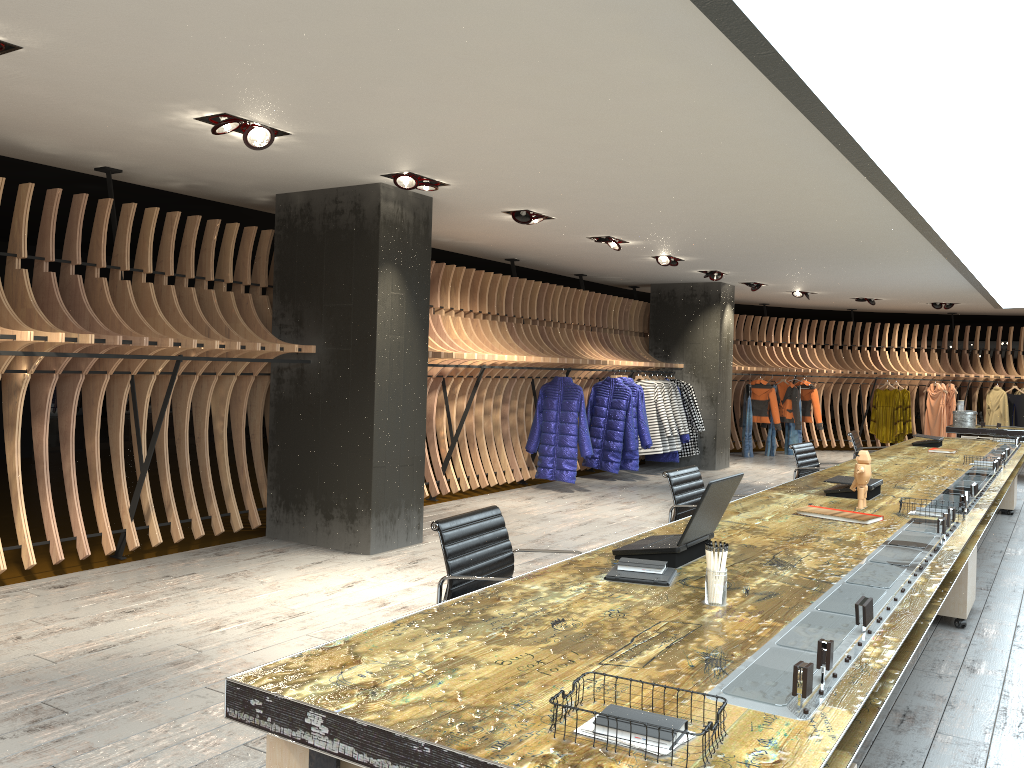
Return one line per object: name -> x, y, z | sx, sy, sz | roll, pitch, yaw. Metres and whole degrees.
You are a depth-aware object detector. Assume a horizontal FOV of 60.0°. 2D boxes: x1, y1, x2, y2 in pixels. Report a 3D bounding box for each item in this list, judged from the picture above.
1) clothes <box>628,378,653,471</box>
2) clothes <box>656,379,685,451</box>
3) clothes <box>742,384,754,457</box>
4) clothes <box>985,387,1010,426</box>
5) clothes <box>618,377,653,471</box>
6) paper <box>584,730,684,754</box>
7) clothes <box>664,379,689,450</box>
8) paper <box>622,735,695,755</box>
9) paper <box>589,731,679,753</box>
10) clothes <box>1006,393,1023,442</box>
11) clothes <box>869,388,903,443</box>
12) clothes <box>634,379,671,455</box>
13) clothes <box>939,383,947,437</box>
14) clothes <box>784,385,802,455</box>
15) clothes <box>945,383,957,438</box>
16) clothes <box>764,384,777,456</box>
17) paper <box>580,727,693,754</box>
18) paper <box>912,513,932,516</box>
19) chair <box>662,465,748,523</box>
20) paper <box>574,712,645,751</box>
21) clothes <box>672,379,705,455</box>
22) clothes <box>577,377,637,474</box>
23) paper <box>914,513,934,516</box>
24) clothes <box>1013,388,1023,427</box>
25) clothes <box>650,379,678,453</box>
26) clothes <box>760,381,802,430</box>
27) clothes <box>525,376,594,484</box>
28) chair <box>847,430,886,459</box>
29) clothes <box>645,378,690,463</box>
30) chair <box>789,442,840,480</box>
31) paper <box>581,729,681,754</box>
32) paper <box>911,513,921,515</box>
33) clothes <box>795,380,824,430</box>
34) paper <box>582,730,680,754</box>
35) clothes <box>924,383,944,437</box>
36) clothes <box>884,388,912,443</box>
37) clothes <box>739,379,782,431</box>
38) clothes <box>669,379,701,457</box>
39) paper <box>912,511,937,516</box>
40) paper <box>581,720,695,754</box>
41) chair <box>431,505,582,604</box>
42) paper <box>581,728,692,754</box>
clothes -> 1.442, 0.527, 11.816 | 0.885, 1.239, 0.245 | 2, 0, 29
clothes -> 2.108, 0.463, 12.577 | 0.752, 1.062, 0.128 | 2, 0, 30
clothes -> 4.100, 0.706, 15.364 | 0.200, 1.421, 0.309 | 2, 0, 9
clothes -> 9.152, 0.496, 16.766 | 0.250, 0.889, 0.705 | 2, 0, -7
clothes -> 1.414, 0.528, 11.622 | 0.884, 1.246, 0.249 | 2, 0, 29
paper -> 0.237, 0.653, 1.669 | 0.176, 0.004, 0.130 | 3, 1, 36
clothes -> 2.203, 0.463, 12.728 | 0.752, 1.062, 0.128 | 2, 0, 30
paper -> 0.237, 0.654, 1.669 | 0.176, 0.004, 0.130 | 3, 1, 41
paper -> 0.237, 0.653, 1.669 | 0.176, 0.004, 0.130 | 3, 1, 37
clothes -> 9.451, 0.832, 16.713 | 0.087, 1.352, 0.539 | 2, 0, -23
clothes -> 7.061, 0.595, 16.706 | 0.168, 1.044, 0.665 | 2, 0, -27
clothes -> 1.843, 0.463, 12.155 | 0.752, 1.062, 0.128 | 2, 0, 30
clothes -> 8.136, 0.561, 16.834 | 0.125, 1.156, 0.447 | 2, 0, 2
clothes -> 5.084, 0.723, 16.031 | 0.309, 1.421, 0.200 | 2, 0, 4
clothes -> 8.300, 0.566, 16.830 | 0.125, 1.156, 0.447 | 2, 0, -3
clothes -> 4.582, 0.714, 15.712 | 0.200, 1.421, 0.309 | 2, 0, 24
paper -> 0.237, 0.652, 1.669 | 0.176, 0.004, 0.130 | 3, 1, 39
paper -> 2.115, 0.656, 4.473 | 0.176, 0.004, 0.130 | 3, 1, 36
chair -> 1.228, 0.941, 5.164 | 0.668, 0.859, 0.693 | 2, 1, 23
paper -> 0.223, 0.655, 1.673 | 0.176, 0.003, 0.130 | 2, 1, 31
clothes -> 2.501, 0.518, 13.192 | 0.799, 1.185, 0.191 | 2, 0, 33
clothes -> 1.205, 0.531, 11.587 | 0.880, 1.260, 0.242 | 2, 0, 29
paper -> 2.115, 0.655, 4.473 | 0.176, 0.004, 0.130 | 3, 1, 37
clothes -> 9.675, 0.513, 16.684 | 0.250, 0.889, 0.705 | 2, 0, -17
clothes -> 1.969, 0.463, 12.355 | 0.752, 1.062, 0.128 | 2, 0, 30
clothes -> 4.842, 0.369, 15.850 | 0.201, 0.881, 0.839 | 2, 1, -38
clothes -> 0.531, 0.528, 10.366 | 0.885, 1.239, 0.245 | 2, 0, 29
chair -> 3.830, 0.941, 9.263 | 0.668, 0.859, 0.693 | 2, 1, 18
clothes -> 2.201, 0.528, 12.971 | 0.885, 1.239, 0.245 | 2, 0, 29
chair -> 2.662, 0.942, 7.386 | 0.668, 0.859, 0.693 | 2, 1, 28
paper -> 0.237, 0.653, 1.669 | 0.176, 0.004, 0.130 | 3, 1, 36
paper -> 2.115, 0.656, 4.473 | 0.176, 0.004, 0.130 | 2, 1, 34
clothes -> 5.322, 0.375, 16.169 | 0.201, 0.881, 0.839 | 2, 1, -28
paper -> 0.237, 0.654, 1.669 | 0.176, 0.004, 0.130 | 2, 1, 34
clothes -> 8.019, 0.558, 16.829 | 0.125, 1.156, 0.447 | 2, 0, -23
clothes -> 7.240, 0.600, 16.744 | 0.168, 1.044, 0.665 | 2, 0, -27
clothes -> 4.344, 0.357, 15.583 | 0.201, 0.881, 0.839 | 2, 1, -43
clothes -> 2.409, 0.519, 13.028 | 0.807, 1.187, 0.191 | 2, 0, 33
paper -> 2.115, 0.654, 4.473 | 0.176, 0.004, 0.130 | 3, 1, 38
paper -> 0.237, 0.651, 1.669 | 0.176, 0.004, 0.130 | 3, 1, 38
chair -> 0.055, 0.941, 3.342 | 0.668, 0.859, 0.693 | 2, 1, 18
paper -> 0.237, 0.652, 1.669 | 0.176, 0.004, 0.130 | 3, 1, 37
